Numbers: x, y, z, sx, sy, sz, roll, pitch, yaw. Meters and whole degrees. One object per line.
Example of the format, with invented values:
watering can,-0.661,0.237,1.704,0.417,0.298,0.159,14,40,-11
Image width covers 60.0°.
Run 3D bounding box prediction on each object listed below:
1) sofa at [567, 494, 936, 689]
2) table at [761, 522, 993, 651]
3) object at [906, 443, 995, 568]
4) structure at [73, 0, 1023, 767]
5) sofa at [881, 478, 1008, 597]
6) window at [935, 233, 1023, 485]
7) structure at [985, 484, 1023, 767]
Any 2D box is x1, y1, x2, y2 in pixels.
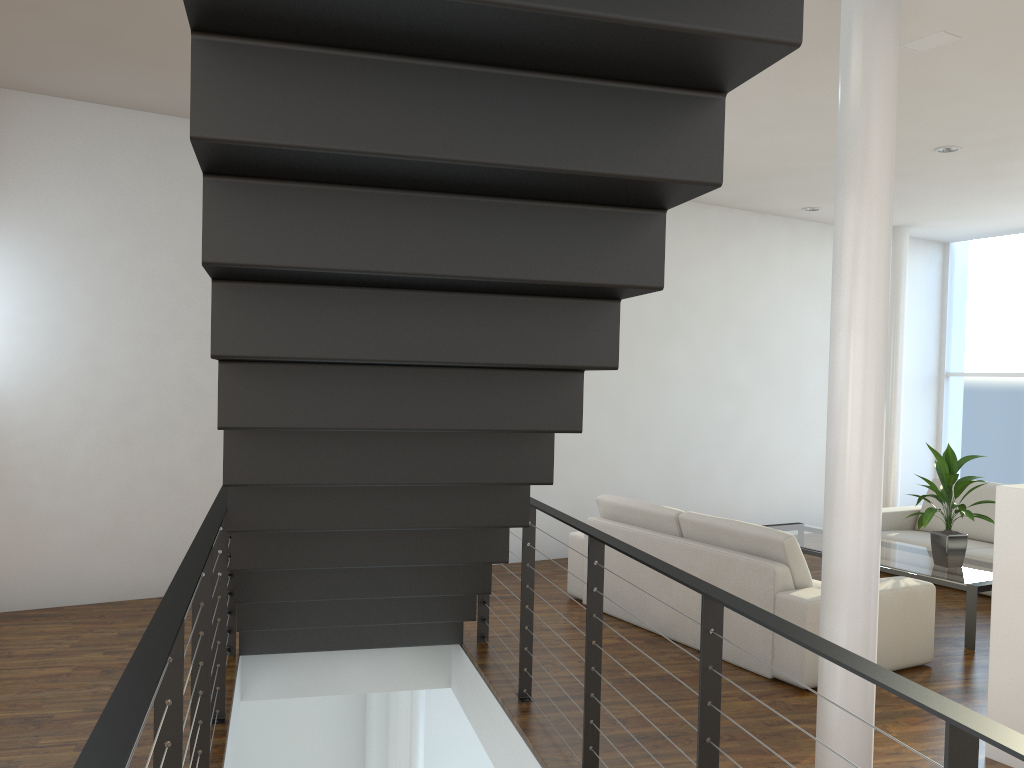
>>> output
sofa,1.025,0.854,4.155,0.802,0.566,1.609,1,0,-30
table,1.914,1.019,4.727,0.661,0.284,1.607,1,0,-30
object,2.126,0.582,4.285,0.431,0.601,0.458,3,2,45
structure,-0.130,0.646,1.807,1.094,6.301,4.358,1,1,-15
sofa,2.871,0.897,5.233,0.802,0.566,1.609,1,0,-29
window,4.625,-1.564,6.148,0.090,5.639,3.412,0,2,-31
structure,2.865,0.092,3.108,2.750,2.207,0.749,1,2,-31
